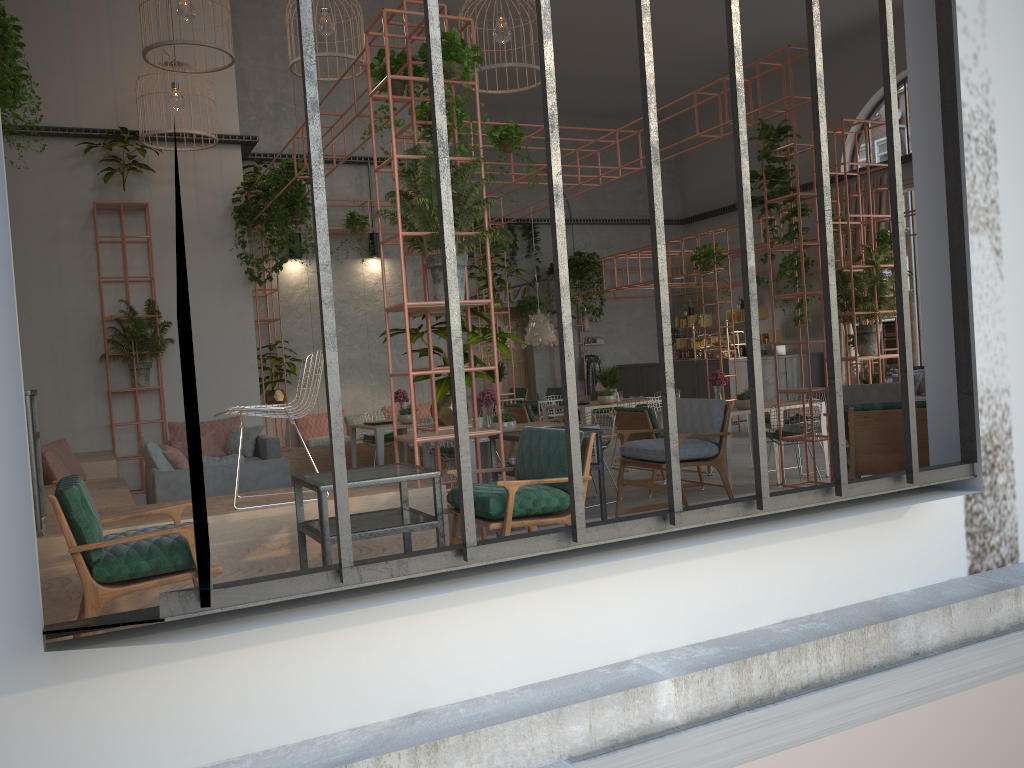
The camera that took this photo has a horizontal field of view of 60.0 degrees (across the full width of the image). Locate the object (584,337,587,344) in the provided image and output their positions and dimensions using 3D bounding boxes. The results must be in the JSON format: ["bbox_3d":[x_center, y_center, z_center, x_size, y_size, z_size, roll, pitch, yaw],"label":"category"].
[{"bbox_3d":[1.746,-1.034,21.042,0.055,0.164,0.092,-4,2,-7],"label":"object"}]

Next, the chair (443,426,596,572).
[{"bbox_3d":[0.043,0.728,4.938,0.685,0.929,0.722,-5,2,-26],"label":"chair"}]

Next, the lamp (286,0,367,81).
[{"bbox_3d":[-2.239,-5.369,10.193,0.883,3.476,0.883,-3,2,27],"label":"lamp"}]

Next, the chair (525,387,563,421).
[{"bbox_3d":[0.686,0.549,17.477,0.685,0.930,0.722,-5,2,-26],"label":"chair"}]

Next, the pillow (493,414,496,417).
[{"bbox_3d":[-0.299,0.598,15.074,0.491,0.149,0.637,-5,2,-25],"label":"pillow"}]

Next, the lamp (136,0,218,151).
[{"bbox_3d":[-4.079,-4.611,10.510,0.883,3.476,0.883,-3,2,27],"label":"lamp"}]

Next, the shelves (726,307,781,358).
[{"bbox_3d":[5.209,-0.744,19.563,0.328,1.838,1.750,-5,2,-26],"label":"shelves"}]

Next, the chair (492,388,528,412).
[{"bbox_3d":[-0.064,0.561,19.040,0.685,0.930,0.722,-5,2,-26],"label":"chair"}]

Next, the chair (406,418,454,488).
[{"bbox_3d":[-0.933,0.841,10.334,0.565,0.941,0.717,-4,2,-9],"label":"chair"}]

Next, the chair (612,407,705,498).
[{"bbox_3d":[1.551,0.692,9.560,0.685,0.917,0.722,-5,2,-26],"label":"chair"}]

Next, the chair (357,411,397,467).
[{"bbox_3d":[-1.743,0.854,12.005,0.565,0.941,0.717,-5,2,-24],"label":"chair"}]

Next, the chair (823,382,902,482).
[{"bbox_3d":[2.987,0.466,7.324,0.722,0.914,0.685,-4,2,14],"label":"chair"}]

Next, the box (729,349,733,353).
[{"bbox_3d":[4.925,-0.748,19.976,0.058,0.093,0.122,-4,2,-14],"label":"box"}]

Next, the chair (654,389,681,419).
[{"bbox_3d":[2.096,0.563,12.824,0.717,0.941,0.565,-5,2,-29],"label":"chair"}]

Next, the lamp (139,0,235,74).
[{"bbox_3d":[-3.402,-5.037,8.975,0.883,3.476,0.883,-3,2,27],"label":"lamp"}]

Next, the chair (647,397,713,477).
[{"bbox_3d":[2.014,0.625,10.721,0.565,0.941,0.717,-5,2,-24],"label":"chair"}]

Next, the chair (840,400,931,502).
[{"bbox_3d":[2.425,0.552,5.502,0.722,0.917,0.685,-4,2,14],"label":"chair"}]

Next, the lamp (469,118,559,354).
[{"bbox_3d":[-0.407,-2.638,17.020,0.704,4.052,4.456,-5,2,-26],"label":"lamp"}]

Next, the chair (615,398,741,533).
[{"bbox_3d":[1.245,0.594,6.808,0.685,0.929,0.722,-5,2,-26],"label":"chair"}]

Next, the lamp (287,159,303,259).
[{"bbox_3d":[-3.194,-2.552,12.910,0.179,1.425,0.185,-5,2,-26],"label":"lamp"}]

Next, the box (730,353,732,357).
[{"bbox_3d":[4.897,-0.652,19.958,0.058,0.093,0.122,-5,2,-26],"label":"box"}]

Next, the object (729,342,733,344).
[{"bbox_3d":[4.373,-0.835,17.848,0.152,0.058,0.095,-5,2,-35],"label":"object"}]

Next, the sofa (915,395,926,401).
[{"bbox_3d":[6.494,0.340,14.922,1.960,0.672,2.219,-5,2,-25],"label":"sofa"}]

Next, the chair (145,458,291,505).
[{"bbox_3d":[-2.468,0.917,7.427,1.056,0.586,1.127,-5,2,-26],"label":"chair"}]

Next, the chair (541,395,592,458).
[{"bbox_3d":[0.794,0.644,13.224,0.565,0.941,0.717,-5,2,-24],"label":"chair"}]

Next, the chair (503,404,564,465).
[{"bbox_3d":[0.332,0.711,12.063,0.685,0.917,0.722,-5,2,-26],"label":"chair"}]

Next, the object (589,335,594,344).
[{"bbox_3d":[1.885,-1.065,21.096,0.081,0.204,0.081,-5,2,-25],"label":"object"}]

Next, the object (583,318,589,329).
[{"bbox_3d":[1.742,-1.470,21.026,0.136,0.336,0.145,-4,2,-11],"label":"object"}]

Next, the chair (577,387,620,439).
[{"bbox_3d":[1.452,0.538,15.881,0.685,0.929,0.722,-5,2,-26],"label":"chair"}]

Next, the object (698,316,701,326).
[{"bbox_3d":[4.457,-1.499,20.981,0.137,0.261,0.137,-4,2,10],"label":"object"}]

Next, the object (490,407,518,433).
[{"bbox_3d":[-0.082,0.342,8.277,0.247,0.247,0.252,-5,2,-26],"label":"object"}]

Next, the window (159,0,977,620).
[{"bbox_3d":[0.266,-2.153,3.395,4.126,5.544,0.089,-5,2,-26],"label":"window"}]

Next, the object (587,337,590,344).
[{"bbox_3d":[1.814,-1.032,21.052,0.063,0.151,0.063,-5,2,-39],"label":"object"}]

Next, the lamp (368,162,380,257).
[{"bbox_3d":[-2.108,-2.642,13.431,0.179,1.425,0.185,-5,2,-26],"label":"lamp"}]

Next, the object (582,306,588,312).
[{"bbox_3d":[1.719,-1.773,21.009,0.133,0.145,0.133,-3,2,26],"label":"object"}]

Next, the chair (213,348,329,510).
[{"bbox_3d":[-1.491,0.259,5.567,0.717,0.941,0.565,-4,2,-17],"label":"chair"}]

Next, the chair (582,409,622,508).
[{"bbox_3d":[0.742,0.756,9.139,0.717,0.941,0.565,-5,2,-29],"label":"chair"}]

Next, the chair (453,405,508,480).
[{"bbox_3d":[-0.441,0.773,11.605,0.717,0.941,0.565,-5,2,-29],"label":"chair"}]

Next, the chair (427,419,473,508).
[{"bbox_3d":[-0.560,0.836,9.539,0.565,0.941,0.717,-5,2,-24],"label":"chair"}]

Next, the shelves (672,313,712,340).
[{"bbox_3d":[4.379,-0.731,21.294,0.328,1.838,1.750,-5,2,-26],"label":"shelves"}]

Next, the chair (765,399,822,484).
[{"bbox_3d":[2.824,0.612,9.051,0.565,0.941,0.717,-4,2,-9],"label":"chair"}]

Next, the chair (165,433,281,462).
[{"bbox_3d":[-3.258,0.947,10.018,1.127,0.672,1.052,-5,2,-26],"label":"chair"}]

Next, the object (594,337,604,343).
[{"bbox_3d":[2.081,-1.048,21.189,0.219,0.149,0.129,-5,2,-26],"label":"object"}]

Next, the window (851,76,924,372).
[{"bbox_3d":[7.819,-3.020,16.022,0.089,5.538,4.127,-5,2,-26],"label":"window"}]

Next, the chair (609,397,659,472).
[{"bbox_3d":[1.605,0.631,11.553,0.565,0.941,0.717,-4,2,-9],"label":"chair"}]

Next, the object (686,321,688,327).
[{"bbox_3d":[4.240,-1.433,21.298,0.123,0.142,0.141,-5,2,-26],"label":"object"}]

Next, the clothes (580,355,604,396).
[{"bbox_3d":[1.949,-0.207,21.104,0.366,0.997,0.625,-3,2,45],"label":"clothes"}]

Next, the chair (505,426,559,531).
[{"bbox_3d":[0.250,0.824,7.868,0.565,0.941,0.717,-4,2,-9],"label":"chair"}]

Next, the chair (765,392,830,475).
[{"bbox_3d":[3.316,0.544,10.322,0.717,0.941,0.565,-5,2,-29],"label":"chair"}]

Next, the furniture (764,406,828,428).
[{"bbox_3d":[4.614,0.586,14.741,0.941,0.446,0.976,-5,2,-26],"label":"furniture"}]

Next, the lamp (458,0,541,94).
[{"bbox_3d":[-0.194,-4.845,9.059,0.883,3.476,0.883,-3,2,27],"label":"lamp"}]

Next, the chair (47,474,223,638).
[{"bbox_3d":[-1.721,0.874,4.090,0.685,0.929,0.722,-5,2,-26],"label":"chair"}]

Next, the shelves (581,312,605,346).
[{"bbox_3d":[1.927,-1.323,21.100,0.560,0.790,0.186,-5,2,-25],"label":"shelves"}]
